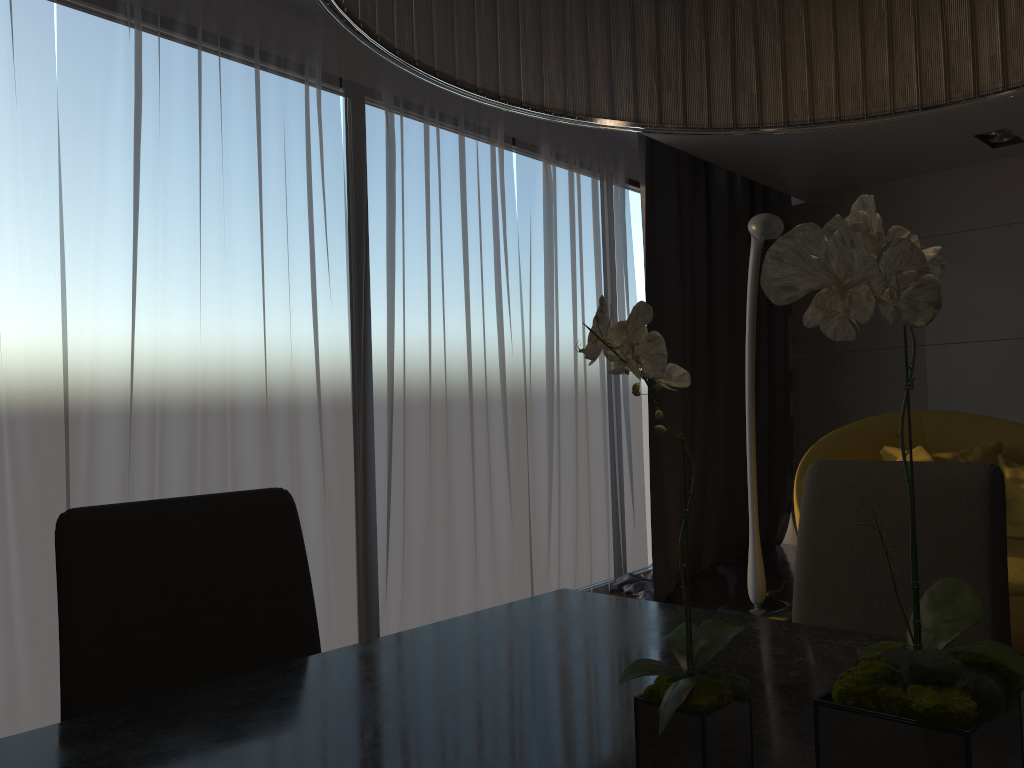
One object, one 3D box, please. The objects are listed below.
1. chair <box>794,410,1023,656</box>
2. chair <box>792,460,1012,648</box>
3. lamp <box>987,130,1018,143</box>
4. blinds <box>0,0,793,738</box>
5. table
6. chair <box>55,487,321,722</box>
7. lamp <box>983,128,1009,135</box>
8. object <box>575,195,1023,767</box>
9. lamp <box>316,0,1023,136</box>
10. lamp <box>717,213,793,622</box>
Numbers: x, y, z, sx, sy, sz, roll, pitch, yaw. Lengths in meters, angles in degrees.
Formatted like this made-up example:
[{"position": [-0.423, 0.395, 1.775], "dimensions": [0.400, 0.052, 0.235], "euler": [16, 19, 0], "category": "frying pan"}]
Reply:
[{"position": [2.005, 0.618, 3.847], "dimensions": [1.496, 1.005, 1.153], "euler": [-2, -2, 9], "category": "chair"}, {"position": [0.532, 0.625, 1.400], "dimensions": [0.404, 0.965, 0.603], "euler": [-4, -2, 43], "category": "chair"}, {"position": [2.807, -1.424, 5.018], "dimensions": [0.186, 0.077, 0.168], "euler": [-1, -2, -35], "category": "lamp"}, {"position": [-0.509, -0.237, 3.536], "dimensions": [0.710, 2.894, 7.886], "euler": [-3, -2, 37], "category": "blinds"}, {"position": [0.280, 0.717, 0.660], "dimensions": [1.515, 0.760, 1.098], "euler": [-3, -2, 43], "category": "table"}, {"position": [-0.321, 0.650, 1.216], "dimensions": [0.541, 0.965, 0.451], "euler": [-4, -2, 43], "category": "chair"}, {"position": [2.676, -1.423, 4.880], "dimensions": [0.185, 0.077, 0.168], "euler": [-1, -2, -28], "category": "lamp"}, {"position": [0.277, 0.082, 0.568], "dimensions": [0.544, 0.501, 0.327], "euler": [-3, -2, 39], "category": "object"}, {"position": [0.228, -0.863, 0.693], "dimensions": [0.839, 1.103, 0.770], "euler": [-1, -2, -23], "category": "lamp"}, {"position": [1.635, 0.278, 5.151], "dimensions": [0.559, 1.779, 4.400], "euler": [-3, -2, 25], "category": "lamp"}]
